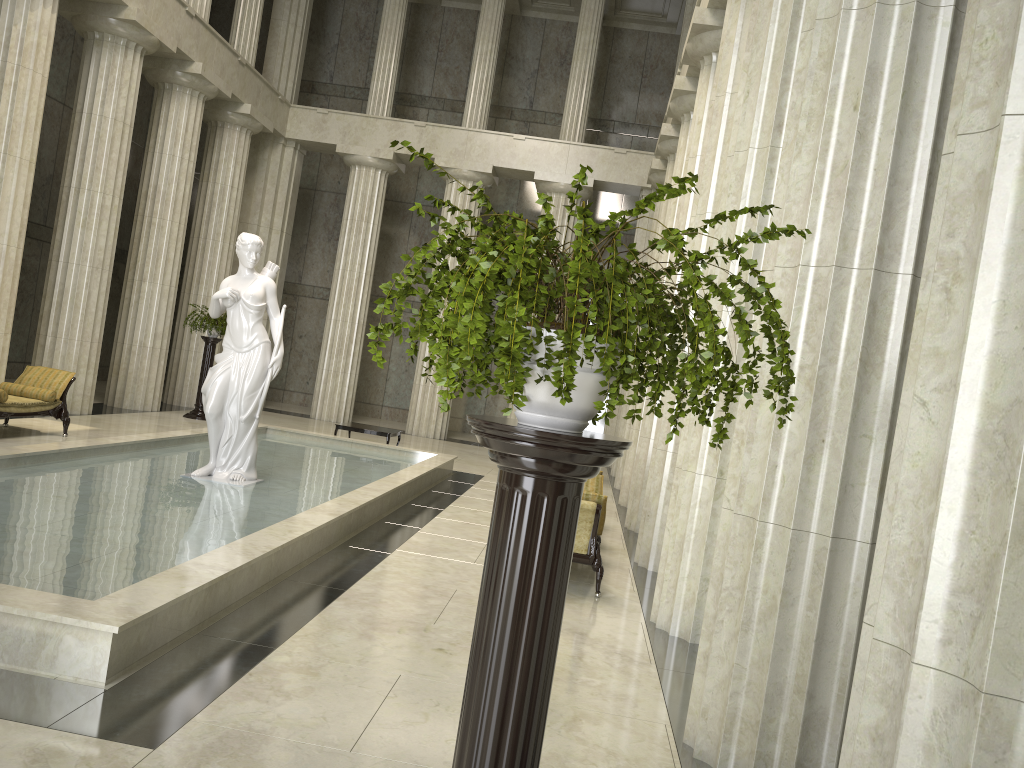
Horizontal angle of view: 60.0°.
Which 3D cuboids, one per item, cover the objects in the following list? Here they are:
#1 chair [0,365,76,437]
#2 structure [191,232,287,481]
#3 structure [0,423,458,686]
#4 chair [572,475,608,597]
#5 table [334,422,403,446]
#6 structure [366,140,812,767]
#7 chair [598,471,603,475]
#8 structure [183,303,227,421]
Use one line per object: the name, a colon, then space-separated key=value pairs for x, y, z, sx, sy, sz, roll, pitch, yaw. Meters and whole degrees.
chair: x=-6.958 y=0.218 z=12.095 sx=0.993 sy=0.950 sz=2.172 roll=9 pitch=0 yaw=5
structure: x=-3.147 y=-0.231 z=10.290 sx=0.940 sy=3.044 sz=0.729 roll=9 pitch=0 yaw=-1
structure: x=-3.345 y=1.209 z=10.322 sx=3.754 sy=0.508 sz=11.573 roll=9 pitch=0 yaw=5
chair: x=0.468 y=1.405 z=8.977 sx=0.993 sy=0.950 sz=2.172 roll=9 pitch=0 yaw=5
table: x=-2.771 y=1.080 z=17.031 sx=1.134 sy=0.494 sz=1.123 roll=9 pitch=0 yaw=3
structure: x=0.030 y=0.647 z=2.347 sx=1.159 sy=2.386 sz=1.053 roll=9 pitch=0 yaw=35
chair: x=0.677 y=1.424 z=11.436 sx=0.993 sy=0.950 sz=2.172 roll=9 pitch=0 yaw=5
structure: x=-6.376 y=-0.454 z=18.597 sx=1.159 sy=2.386 sz=1.053 roll=9 pitch=0 yaw=0
